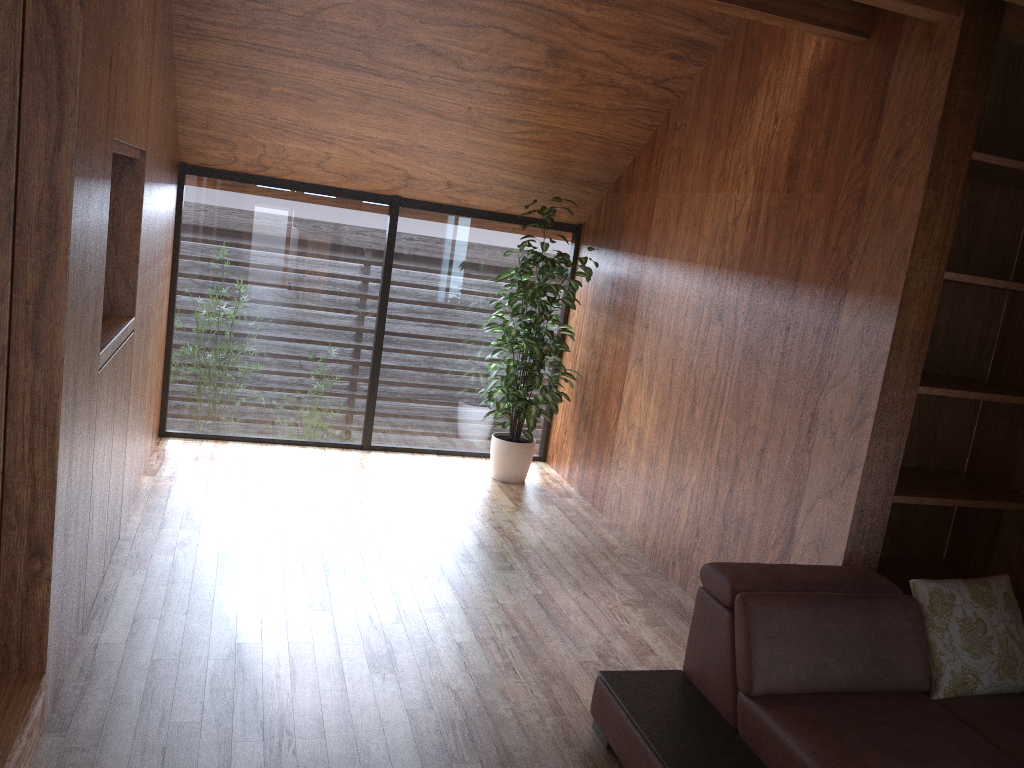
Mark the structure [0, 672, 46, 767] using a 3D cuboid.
[{"bbox_3d":[-1.149,-0.007,0.926,0.833,2.300,2.434,5,10,-17],"label":"structure"}]

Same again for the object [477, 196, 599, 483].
[{"bbox_3d":[0.118,-0.249,5.185,0.640,1.691,0.676,7,10,-10],"label":"object"}]

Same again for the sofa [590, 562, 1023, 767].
[{"bbox_3d":[1.427,1.018,1.794,1.708,0.760,2.491,5,10,-17],"label":"sofa"}]
